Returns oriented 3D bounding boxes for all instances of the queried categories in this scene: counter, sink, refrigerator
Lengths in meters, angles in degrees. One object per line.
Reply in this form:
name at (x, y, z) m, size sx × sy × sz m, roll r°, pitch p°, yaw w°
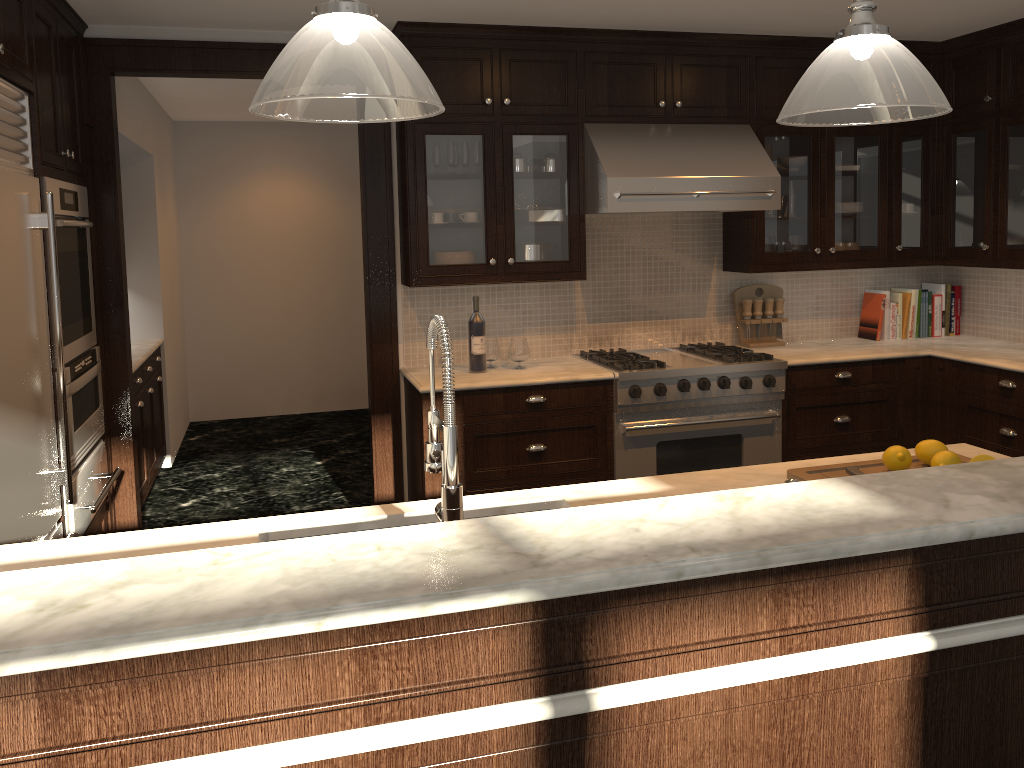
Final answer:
counter at (1.347, -0.003, 3.910) m, size 3.371 × 0.031 × 2.338 m, roll -4°, pitch 10°, yaw -15°
sink at (-0.180, 0.491, 2.020) m, size 0.801 × 0.210 × 0.462 m, roll -4°, pitch 9°, yaw -15°
counter at (-2.512, -0.124, 5.142) m, size 0.710 × 0.031 × 1.874 m, roll -4°, pitch 10°, yaw -15°
refrigerator at (-1.825, 0.121, 2.697) m, size 0.688 × 2.105 × 0.896 m, roll -3°, pitch 6°, yaw -15°
counter at (0.276, 0.259, 1.523) m, size 2.857 × 0.031 × 0.331 m, roll -4°, pitch 10°, yaw -15°
refrigerator at (-1.545, 0.862, 2.829) m, size 0.147 × 0.567 × 0.911 m, roll -3°, pitch 9°, yaw -15°
counter at (0.177, 0.382, 1.885) m, size 2.872 × 0.031 × 1.064 m, roll -4°, pitch 10°, yaw -15°

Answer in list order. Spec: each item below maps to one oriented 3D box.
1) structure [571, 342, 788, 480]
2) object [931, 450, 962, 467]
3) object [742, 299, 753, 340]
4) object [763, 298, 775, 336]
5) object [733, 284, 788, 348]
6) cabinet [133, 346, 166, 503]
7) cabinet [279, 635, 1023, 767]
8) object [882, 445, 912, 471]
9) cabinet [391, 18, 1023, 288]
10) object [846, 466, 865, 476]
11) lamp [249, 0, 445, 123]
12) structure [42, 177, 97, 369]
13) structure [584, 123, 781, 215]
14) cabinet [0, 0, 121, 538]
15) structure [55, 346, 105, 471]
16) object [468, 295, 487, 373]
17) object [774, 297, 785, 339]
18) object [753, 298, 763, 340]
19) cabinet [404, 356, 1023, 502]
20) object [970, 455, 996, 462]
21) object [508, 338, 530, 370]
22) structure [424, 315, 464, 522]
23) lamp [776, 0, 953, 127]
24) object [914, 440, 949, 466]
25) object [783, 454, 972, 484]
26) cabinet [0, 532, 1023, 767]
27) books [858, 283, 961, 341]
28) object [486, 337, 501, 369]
structure at (0.860, 0.252, 4.644) m, size 0.907 × 0.831 × 0.725 m, roll -3°, pitch 7°, yaw -15°
object at (1.136, 0.210, 2.309) m, size 0.081 × 0.071 × 0.083 m, roll -2°, pitch 8°, yaw -4°
object at (1.325, -0.366, 4.974) m, size 0.061 × 0.227 × 0.061 m, roll -5°, pitch 6°, yaw -33°
object at (1.458, -0.377, 5.011) m, size 0.061 × 0.224 × 0.061 m, roll 4°, pitch 7°, yaw 44°
object at (1.421, -0.389, 5.010) m, size 0.316 × 0.347 × 0.111 m, roll -3°, pitch 6°, yaw -16°
cabinet at (-2.186, 0.239, 5.260) m, size 0.057 × 0.739 × 1.809 m, roll -3°, pitch 9°, yaw -15°
cabinet at (0.191, 0.818, 1.926) m, size 2.850 × 0.906 × 1.035 m, roll -4°, pitch 8°, yaw -15°
object at (1.038, 0.202, 2.377) m, size 0.079 × 0.073 × 0.083 m, roll -5°, pitch 9°, yaw -27°
cabinet at (1.322, -1.065, 3.829) m, size 3.370 × 1.245 × 2.330 m, roll -4°, pitch 9°, yaw -15°
object at (0.935, 0.258, 2.240) m, size 0.042 × 0.014 × 0.334 m, roll -2°, pitch 10°, yaw -4°
lamp at (-0.279, -0.837, 1.426) m, size 0.317 × 0.777 × 0.320 m, roll -2°, pitch 5°, yaw -1°
structure at (-2.030, -0.448, 3.520) m, size 0.614 × 0.695 × 0.765 m, roll -3°, pitch 8°, yaw -15°
structure at (0.820, -1.125, 4.556) m, size 0.932 × 0.474 × 0.645 m, roll -4°, pitch 8°, yaw -15°
cabinet at (-1.937, -0.190, 3.074) m, size 0.757 × 2.402 × 1.859 m, roll -3°, pitch 7°, yaw -15°
structure at (-2.060, 0.105, 3.554) m, size 0.666 × 0.385 × 0.770 m, roll -4°, pitch 9°, yaw -15°
object at (-0.172, -0.246, 4.339) m, size 0.094 × 0.375 × 0.096 m, roll -1°, pitch 5°, yaw 0°
object at (1.522, -0.377, 5.029) m, size 0.061 × 0.235 × 0.061 m, roll 3°, pitch 6°, yaw 38°
object at (1.389, -0.367, 4.992) m, size 0.061 × 0.235 × 0.061 m, roll 3°, pitch 7°, yaw 44°
cabinet at (1.358, 0.449, 3.948) m, size 3.371 × 0.873 × 2.338 m, roll -4°, pitch 10°, yaw -15°
object at (1.217, 0.217, 2.272) m, size 0.074 × 0.068 × 0.064 m, roll 4°, pitch 9°, yaw 37°
object at (0.035, -0.152, 4.419) m, size 0.112 × 0.150 × 0.113 m, roll -4°, pitch 7°, yaw -23°
structure at (-0.146, 0.121, 1.815) m, size 0.051 × 0.526 × 0.245 m, roll -3°, pitch 6°, yaw -16°
lamp at (0.670, -0.906, 1.685) m, size 0.317 × 0.777 × 0.320 m, roll -2°, pitch 5°, yaw -1°
object at (1.155, 0.189, 2.426) m, size 0.082 × 0.071 × 0.082 m, roll -1°, pitch 8°, yaw 0°
object at (1.064, 0.257, 2.316) m, size 0.668 × 0.021 × 0.388 m, roll -4°, pitch 10°, yaw -15°
cabinet at (0.268, 0.351, 1.528) m, size 2.839 × 0.151 × 0.295 m, roll -4°, pitch 9°, yaw -15°
books at (2.366, -0.437, 5.264) m, size 0.604 × 0.309 × 0.196 m, roll -4°, pitch 7°, yaw -16°
object at (-0.111, -0.157, 4.469) m, size 0.112 × 0.150 × 0.113 m, roll -4°, pitch 7°, yaw -23°
